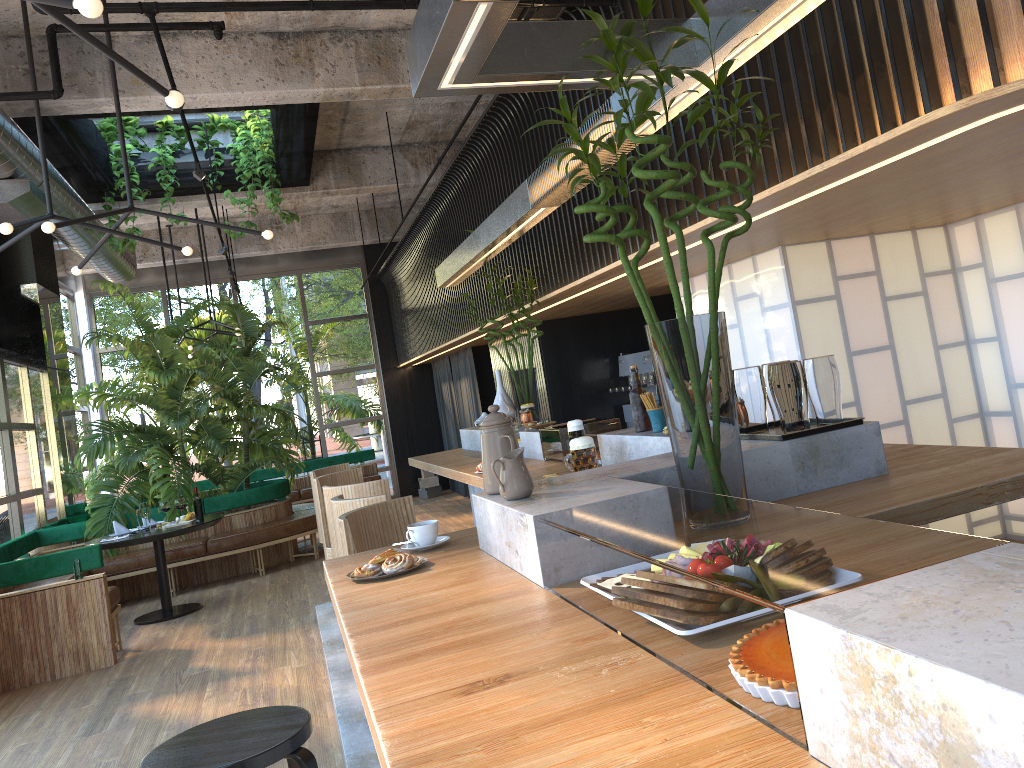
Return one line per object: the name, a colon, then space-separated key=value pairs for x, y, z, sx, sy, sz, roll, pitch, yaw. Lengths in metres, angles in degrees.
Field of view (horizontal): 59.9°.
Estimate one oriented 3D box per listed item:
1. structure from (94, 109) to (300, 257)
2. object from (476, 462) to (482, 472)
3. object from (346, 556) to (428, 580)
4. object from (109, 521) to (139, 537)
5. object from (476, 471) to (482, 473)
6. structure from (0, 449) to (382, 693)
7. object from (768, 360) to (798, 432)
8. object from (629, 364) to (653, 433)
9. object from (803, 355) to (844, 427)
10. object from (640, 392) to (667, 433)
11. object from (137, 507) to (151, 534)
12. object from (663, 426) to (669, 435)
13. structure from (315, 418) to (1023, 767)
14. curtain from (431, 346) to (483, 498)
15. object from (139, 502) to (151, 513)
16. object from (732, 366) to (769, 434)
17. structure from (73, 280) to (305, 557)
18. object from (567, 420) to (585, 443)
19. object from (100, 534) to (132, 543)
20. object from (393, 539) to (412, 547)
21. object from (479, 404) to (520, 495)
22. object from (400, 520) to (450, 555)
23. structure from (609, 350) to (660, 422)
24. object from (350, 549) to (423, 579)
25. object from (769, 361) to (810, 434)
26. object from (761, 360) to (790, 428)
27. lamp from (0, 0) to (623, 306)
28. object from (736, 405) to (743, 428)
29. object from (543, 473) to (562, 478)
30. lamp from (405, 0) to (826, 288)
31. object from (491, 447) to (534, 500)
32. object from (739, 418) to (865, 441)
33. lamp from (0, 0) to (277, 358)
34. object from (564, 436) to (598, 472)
structure: x=-3.077 y=-2.126 z=9.060 sx=2.134 sy=1.520 sz=1.435 roll=-10 pitch=-2 yaw=11
object: x=-0.150 y=0.429 z=4.641 sx=0.063 sy=0.059 sz=0.071 roll=-9 pitch=-2 yaw=-26
object: x=-0.324 y=0.484 z=2.317 sx=0.200 sy=0.013 sz=0.212 roll=-10 pitch=0 yaw=19
object: x=-3.369 y=1.242 z=7.697 sx=0.244 sy=0.139 sz=0.221 roll=-9 pitch=-1 yaw=-33
object: x=-0.112 y=0.450 z=4.659 sx=0.118 sy=0.005 sz=0.124 roll=-10 pitch=0 yaw=22
structure: x=-0.389 y=0.784 z=4.245 sx=6.231 sy=1.552 sz=19.430 roll=-9 pitch=0 yaw=-15
object: x=0.843 y=0.037 z=2.704 sx=0.102 sy=0.210 sz=0.108 roll=-10 pitch=-3 yaw=18
object: x=0.520 y=0.056 z=3.643 sx=0.073 sy=0.277 sz=0.077 roll=-10 pitch=-4 yaw=19
object: x=0.919 y=0.024 z=2.609 sx=0.101 sy=0.210 sz=0.110 roll=-11 pitch=-3 yaw=28
object: x=0.566 y=0.107 z=3.481 sx=0.105 sy=0.162 sz=0.105 roll=-10 pitch=-3 yaw=17
object: x=-3.113 y=1.158 z=7.518 sx=0.102 sy=0.210 sz=0.108 roll=-10 pitch=-3 yaw=18
object: x=0.645 y=0.137 z=3.242 sx=0.194 sy=0.073 sz=0.225 roll=-10 pitch=0 yaw=3
structure: x=2.118 y=0.268 z=4.249 sx=6.041 sy=1.734 sz=6.882 roll=-9 pitch=0 yaw=-17
curtain: x=-0.736 y=0.576 z=12.494 sx=0.125 sy=2.063 sz=3.163 roll=-8 pitch=-1 yaw=-15
object: x=-3.165 y=1.148 z=7.674 sx=0.097 sy=0.245 sz=0.088 roll=-7 pitch=-4 yaw=-34
object: x=0.753 y=0.052 z=2.795 sx=0.101 sy=0.210 sz=0.110 roll=-11 pitch=-3 yaw=28
structure: x=-3.665 y=0.435 z=10.050 sx=2.547 sy=3.444 sz=2.538 roll=-8 pitch=-3 yaw=-32
object: x=0.289 y=0.270 z=3.854 sx=0.073 sy=0.233 sz=0.076 roll=-10 pitch=-3 yaw=16
object: x=-3.307 y=1.287 z=7.449 sx=0.263 sy=0.019 sz=0.152 roll=-10 pitch=0 yaw=-18
object: x=-0.321 y=0.476 z=2.661 sx=0.031 sy=0.027 sz=0.128 roll=-8 pitch=-1 yaw=-39
object: x=-0.038 y=0.172 z=2.391 sx=0.203 sy=0.235 sz=0.124 roll=-11 pitch=-3 yaw=41
object: x=-0.322 y=0.454 z=2.459 sx=0.177 sy=0.073 sz=0.428 roll=-10 pitch=0 yaw=20
structure: x=1.334 y=0.463 z=8.161 sx=0.568 sy=1.597 sz=0.810 roll=-8 pitch=-3 yaw=-16
object: x=-0.321 y=0.464 z=2.313 sx=0.156 sy=0.053 sz=0.159 roll=-10 pitch=0 yaw=27
object: x=0.812 y=0.042 z=2.582 sx=0.101 sy=0.210 sz=0.110 roll=-11 pitch=-3 yaw=28
object: x=0.862 y=0.034 z=2.842 sx=0.101 sy=0.210 sz=0.110 roll=-11 pitch=-3 yaw=28
lamp: x=-2.734 y=-1.778 z=8.389 sx=3.921 sy=1.535 sz=9.675 roll=-9 pitch=0 yaw=-18
object: x=0.751 y=0.103 z=3.069 sx=0.086 sy=0.107 sz=0.160 roll=-11 pitch=-2 yaw=30
object: x=0.166 y=0.387 z=3.623 sx=0.094 sy=0.041 sz=0.145 roll=-10 pitch=0 yaw=17
lamp: x=1.313 y=-2.148 z=4.413 sx=5.171 sy=2.137 sz=6.474 roll=-9 pitch=0 yaw=-23
object: x=0.000 y=0.224 z=2.194 sx=0.102 sy=0.119 sz=0.085 roll=-9 pitch=-2 yaw=-9
object: x=0.831 y=0.136 z=2.693 sx=0.282 sy=0.019 sz=0.422 roll=-10 pitch=0 yaw=-16
lamp: x=-0.689 y=-1.960 z=4.708 sx=5.256 sy=1.827 sz=18.260 roll=-9 pitch=0 yaw=-15
object: x=0.289 y=0.301 z=3.627 sx=0.115 sy=0.172 sz=0.131 roll=-8 pitch=-2 yaw=-23
